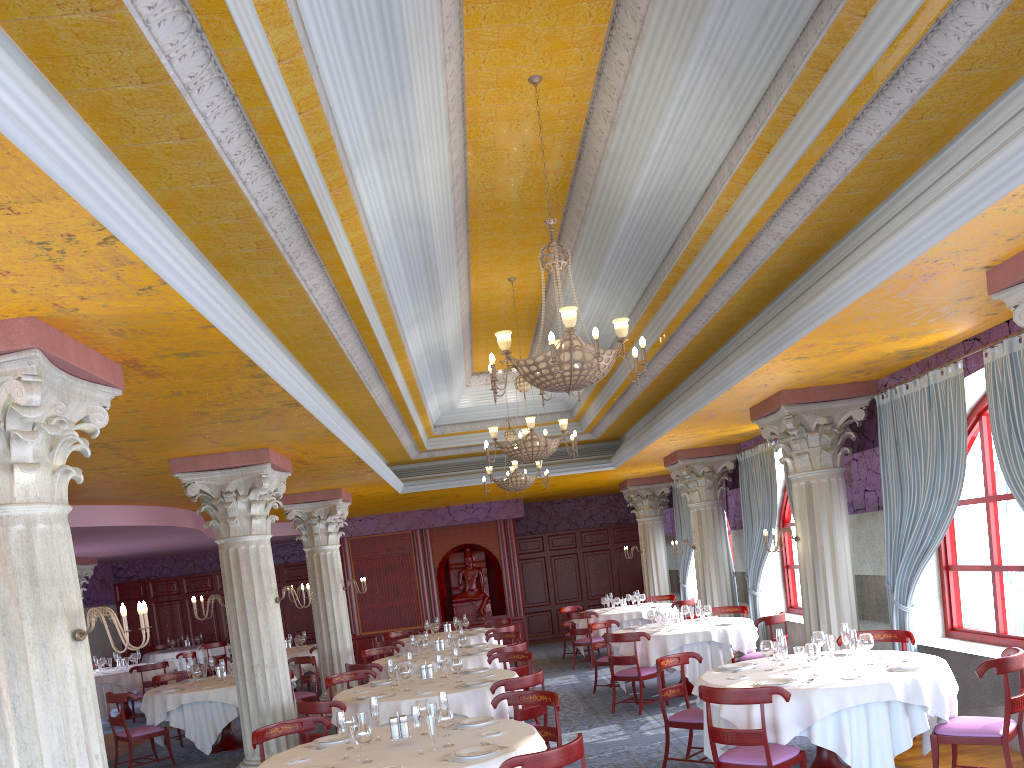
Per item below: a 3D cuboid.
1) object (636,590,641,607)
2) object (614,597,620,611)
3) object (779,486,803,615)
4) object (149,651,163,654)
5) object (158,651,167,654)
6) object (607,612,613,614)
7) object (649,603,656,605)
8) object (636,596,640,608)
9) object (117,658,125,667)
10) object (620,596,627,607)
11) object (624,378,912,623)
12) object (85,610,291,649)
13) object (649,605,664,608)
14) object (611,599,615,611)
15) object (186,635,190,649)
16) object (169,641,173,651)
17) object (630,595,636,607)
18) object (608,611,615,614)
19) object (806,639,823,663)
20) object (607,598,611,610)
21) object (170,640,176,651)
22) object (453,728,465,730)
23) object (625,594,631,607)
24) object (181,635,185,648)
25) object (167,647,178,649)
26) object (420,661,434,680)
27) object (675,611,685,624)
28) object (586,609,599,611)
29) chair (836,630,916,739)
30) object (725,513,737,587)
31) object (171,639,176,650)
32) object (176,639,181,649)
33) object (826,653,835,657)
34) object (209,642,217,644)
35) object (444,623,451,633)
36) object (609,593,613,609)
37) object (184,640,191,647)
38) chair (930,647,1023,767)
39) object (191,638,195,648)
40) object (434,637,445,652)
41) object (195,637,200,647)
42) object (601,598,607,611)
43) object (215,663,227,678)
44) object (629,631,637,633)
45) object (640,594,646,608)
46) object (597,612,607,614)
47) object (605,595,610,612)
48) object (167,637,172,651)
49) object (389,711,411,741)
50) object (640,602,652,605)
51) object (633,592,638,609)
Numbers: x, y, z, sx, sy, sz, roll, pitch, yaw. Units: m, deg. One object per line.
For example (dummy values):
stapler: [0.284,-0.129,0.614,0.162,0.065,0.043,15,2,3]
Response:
object: [2.538,4.308,17.208,0.075,0.338,0.072,-5,3,33]
object: [2.053,4.286,16.655,0.120,0.266,0.124,-7,1,-34]
object: [4.517,2.089,12.193,0.160,2.543,3.618,-7,-7,-4]
object: [-8.553,6.461,20.579,0.310,0.024,0.321,-2,-12,-22]
object: [-8.376,6.418,20.462,0.255,0.020,0.056,4,-15,-43]
object: [1.859,4.381,16.373,0.022,0.003,0.252,-16,-15,40]
object: [2.859,4.481,17.447,0.028,0.013,0.231,-14,-14,41]
object: [2.486,4.276,16.786,0.085,0.239,0.086,-7,2,-23]
object: [-7.651,5.430,16.745,0.143,0.213,0.072,-6,2,-22]
object: [2.218,4.345,17.103,0.143,0.213,0.072,-6,2,-22]
object: [3.965,1.846,9.484,2.090,3.576,29.664,-7,-11,-4]
object: [-6.809,5.048,17.764,5.753,1.200,0.346,-12,0,26]
object: [2.787,4.289,16.506,0.312,0.024,0.319,-6,-12,-3]
object: [1.982,4.327,16.747,0.085,0.239,0.086,-7,2,-23]
object: [-7.864,6.270,20.796,0.073,0.338,0.073,-7,3,-11]
object: [-8.282,6.381,20.860,0.085,0.239,0.086,-7,2,-23]
object: [2.444,4.385,17.293,0.086,0.239,0.084,-6,2,22]
object: [1.888,4.364,16.349,0.255,0.020,0.056,4,-15,-43]
object: [2.599,2.292,7.381,0.143,0.213,0.072,-6,2,-22]
object: [1.940,4.437,17.254,0.085,0.239,0.086,-7,2,-23]
object: [-8.211,6.340,20.767,0.124,0.266,0.120,-6,1,34]
object: [-0.393,2.584,6.415,0.029,0.011,0.142,3,-15,-44]
object: [2.369,4.400,17.384,0.121,0.266,0.122,-7,1,-11]
object: [-8.249,6.453,21.463,0.073,0.338,0.073,-7,3,-11]
object: [-8.600,6.690,21.660,0.310,0.024,0.321,-2,-12,-22]
object: [-0.931,3.103,9.302,0.143,0.213,0.072,-6,2,-22]
object: [2.405,3.337,12.329,0.143,0.213,0.072,-6,2,-22]
object: [1.663,4.636,17.547,0.312,0.024,0.319,-6,-12,-3]
chair: [3.485,2.941,8.224,0.760,1.097,0.636,-8,-1,42]
object: [4.331,3.091,16.941,0.160,2.543,3.618,-7,-7,-4]
object: [-8.416,6.473,21.294,0.124,0.266,0.120,-6,1,34]
object: [-8.324,6.491,21.367,0.085,0.239,0.086,-7,2,-23]
object: [2.974,2.512,7.959,0.022,0.003,0.252,-16,-15,40]
object: [-7.525,6.572,21.700,0.310,0.024,0.321,-2,-12,-22]
object: [-1.181,4.447,15.666,0.143,0.213,0.072,-6,2,-22]
object: [2.015,4.399,17.350,0.075,0.338,0.072,-5,3,33]
object: [-8.046,6.400,21.216,0.143,0.213,0.072,-6,2,-22]
chair: [3.553,2.576,6.495,0.656,1.097,0.737,-7,-1,42]
object: [-7.778,6.330,20.899,0.085,0.239,0.086,-7,2,-23]
object: [-1.051,3.748,12.355,0.143,0.213,0.072,-6,2,-22]
object: [-7.689,6.321,20.971,0.123,0.266,0.121,-6,1,11]
object: [1.848,4.419,17.181,0.123,0.266,0.121,-6,1,11]
object: [-4.160,4.086,12.225,0.143,0.213,0.072,-6,2,-22]
object: [1.720,3.535,12.215,0.158,0.009,0.162,-6,-12,-3]
object: [2.575,4.267,16.858,0.123,0.266,0.121,-6,1,11]
object: [1.711,4.407,16.466,0.312,0.024,0.319,-6,-12,-3]
object: [1.877,4.307,16.826,0.075,0.338,0.072,-5,3,33]
object: [-8.387,6.361,20.939,0.073,0.338,0.073,-7,3,-11]
object: [-0.806,2.427,6.099,0.143,0.213,0.072,-6,2,-22]
object: [2.739,4.518,17.587,0.312,0.024,0.319,-6,-12,-3]
object: [2.400,4.216,16.683,0.075,0.338,0.072,-5,3,33]
